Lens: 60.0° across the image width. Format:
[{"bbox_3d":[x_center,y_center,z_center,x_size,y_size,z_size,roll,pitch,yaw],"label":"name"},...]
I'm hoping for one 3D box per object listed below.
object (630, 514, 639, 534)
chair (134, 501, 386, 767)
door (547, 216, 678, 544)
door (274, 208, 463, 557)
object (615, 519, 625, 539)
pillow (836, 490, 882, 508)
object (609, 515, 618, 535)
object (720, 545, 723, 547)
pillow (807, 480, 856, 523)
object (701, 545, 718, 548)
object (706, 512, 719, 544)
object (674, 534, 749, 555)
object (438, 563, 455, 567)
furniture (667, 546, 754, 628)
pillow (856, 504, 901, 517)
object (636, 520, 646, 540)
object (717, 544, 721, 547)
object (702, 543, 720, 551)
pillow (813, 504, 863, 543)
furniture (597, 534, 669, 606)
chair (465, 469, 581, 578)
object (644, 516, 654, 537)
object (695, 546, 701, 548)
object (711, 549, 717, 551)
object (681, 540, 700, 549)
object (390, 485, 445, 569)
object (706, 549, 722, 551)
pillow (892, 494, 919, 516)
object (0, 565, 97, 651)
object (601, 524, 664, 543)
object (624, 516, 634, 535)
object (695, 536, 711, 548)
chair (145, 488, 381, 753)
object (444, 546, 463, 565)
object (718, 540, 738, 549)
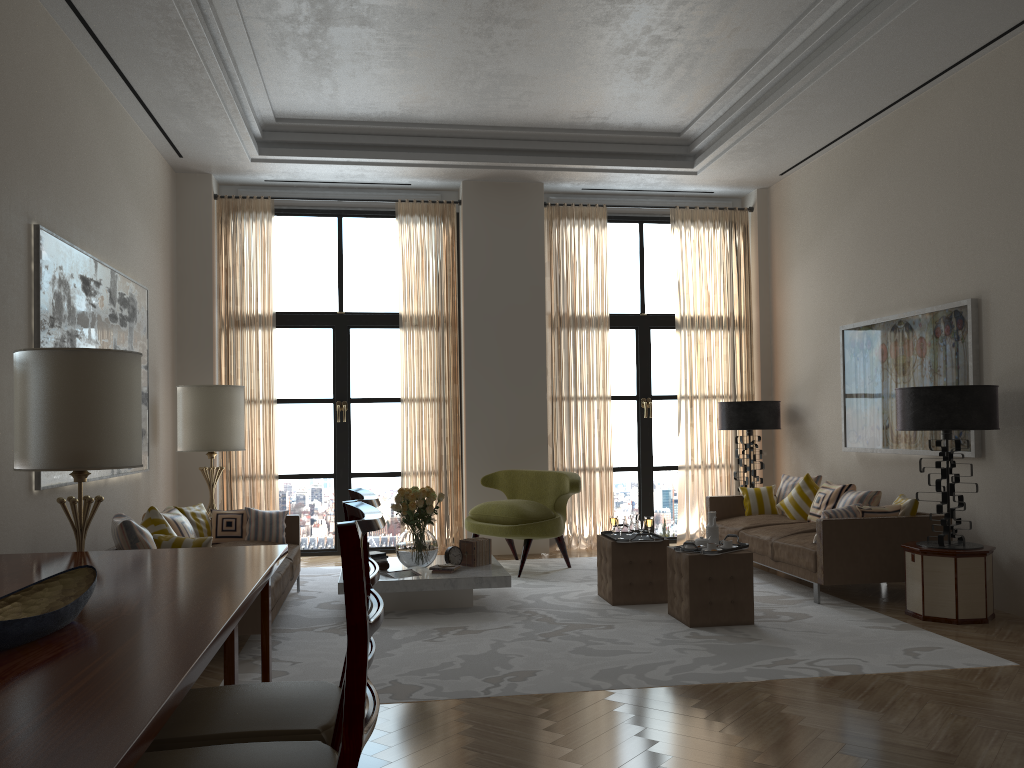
[{"bbox_3d":[1.252,1.430,9.048,0.098,0.191,0.098,-2,-2,39],"label":"object"},{"bbox_3d":[-0.773,1.102,2.377,0.878,1.504,0.656,-1,-1,-9],"label":"chair"},{"bbox_3d":[1.927,-0.058,12.827,3.086,4.764,0.240,-1,-1,-9],"label":"door"},{"bbox_3d":[-2.319,-0.027,12.183,3.258,4.764,0.240,-1,-1,-9],"label":"door"},{"bbox_3d":[1.058,1.413,8.630,0.098,0.191,0.098,-1,-2,17],"label":"object"},{"bbox_3d":[3.731,1.430,9.670,0.371,0.565,0.660,0,-2,-13],"label":"pillow"},{"bbox_3d":[1.030,1.430,8.977,0.098,0.191,0.098,0,-2,-26],"label":"object"},{"bbox_3d":[1.881,1.443,7.899,0.041,0.015,0.187,-3,-3,33],"label":"object"},{"bbox_3d":[3.614,1.386,10.039,0.403,0.547,0.618,-1,-2,-5],"label":"pillow"},{"bbox_3d":[1.728,1.424,7.758,0.186,0.026,0.041,-1,-2,-1],"label":"object"},{"bbox_3d":[1.809,1.309,8.010,0.113,0.305,0.125,-2,-2,28],"label":"object"},{"bbox_3d":[1.763,1.411,7.827,0.721,0.101,0.441,2,-4,-45],"label":"object"},{"bbox_3d":[-0.632,1.750,8.557,0.139,0.019,0.137,0,-3,-24],"label":"object"},{"bbox_3d":[1.739,1.769,7.818,0.613,0.616,0.614,-1,-2,-9],"label":"furniture"},{"bbox_3d":[3.536,1.382,8.672,0.464,0.411,0.304,0,-2,-10],"label":"pillow"},{"bbox_3d":[1.238,1.404,8.500,0.098,0.191,0.098,-1,-1,-9],"label":"object"},{"bbox_3d":[1.854,1.443,7.922,0.053,0.025,0.049,1,-3,-42],"label":"object"},{"bbox_3d":[1.727,1.410,7.658,0.176,0.067,0.176,-1,-3,-7],"label":"object"},{"bbox_3d":[3.169,1.383,8.653,0.498,0.428,0.327,0,-2,-21],"label":"pillow"},{"bbox_3d":[1.194,1.824,8.777,0.613,0.616,0.614,-1,-2,-9],"label":"furniture"},{"bbox_3d":[0.035,1.676,10.808,1.029,1.213,1.792,1,-3,-41],"label":"chair"},{"bbox_3d":[1.362,1.417,8.803,0.098,0.191,0.098,-1,-2,17],"label":"object"},{"bbox_3d":[1.611,1.421,7.712,0.052,0.027,0.080,-3,-3,38],"label":"object"},{"bbox_3d":[1.725,1.425,7.557,0.053,0.025,0.049,-1,-2,-7],"label":"object"},{"bbox_3d":[1.566,1.405,7.760,0.176,0.067,0.176,1,-3,-33],"label":"object"},{"bbox_3d":[-0.919,1.425,8.806,0.540,0.821,0.627,0,-2,-13],"label":"object"},{"bbox_3d":[1.716,1.429,7.591,0.187,0.015,0.041,0,-3,-22],"label":"object"},{"bbox_3d":[3.852,1.352,8.810,0.296,0.475,0.516,-1,-2,13],"label":"pillow"},{"bbox_3d":[-1.758,0.801,3.113,0.331,0.164,1.084,-1,-3,2],"label":"object"},{"bbox_3d":[1.184,1.477,8.779,0.491,0.092,0.803,0,-3,-9],"label":"object"},{"bbox_3d":[1.177,1.425,8.926,0.098,0.191,0.098,-1,-1,-9],"label":"object"},{"bbox_3d":[1.691,1.405,7.900,0.176,0.105,0.136,0,-2,-12],"label":"object"},{"bbox_3d":[-0.881,1.135,3.015,0.878,1.504,0.656,-1,-1,-9],"label":"chair"},{"bbox_3d":[-0.578,1.713,8.798,0.082,0.209,0.204,-2,-2,42],"label":"object"},{"bbox_3d":[1.909,1.418,7.839,0.176,0.067,0.176,0,-3,-10],"label":"object"}]
